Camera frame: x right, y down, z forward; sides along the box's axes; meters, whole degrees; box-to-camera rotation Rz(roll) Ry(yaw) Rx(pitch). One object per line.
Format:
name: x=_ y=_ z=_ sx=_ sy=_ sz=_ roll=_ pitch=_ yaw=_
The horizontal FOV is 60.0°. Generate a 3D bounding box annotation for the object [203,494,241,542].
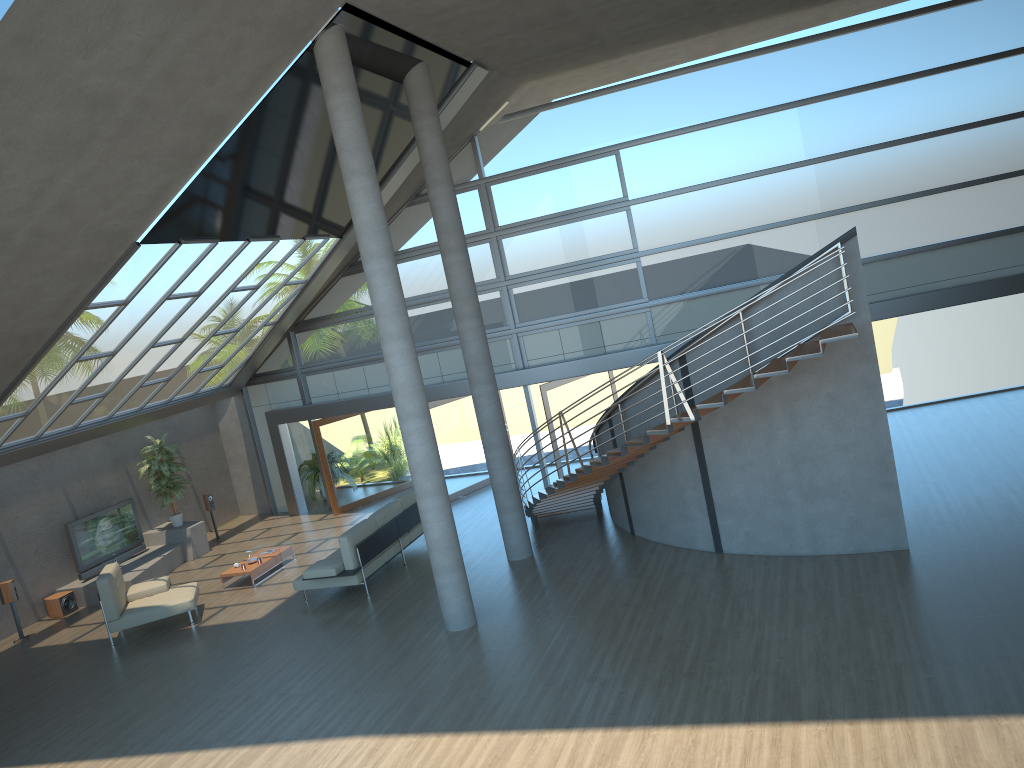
object: x=-8.343 y=3.393 z=16.258 sx=7.863 sy=0.982 sz=21.345 roll=-9 pitch=7 yaw=23

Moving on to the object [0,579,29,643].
object: x=-7.736 y=3.528 z=13.760 sx=0.234 sy=0.959 sz=0.171 roll=-14 pitch=6 yaw=-15

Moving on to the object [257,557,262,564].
object: x=-4.098 y=2.864 z=14.410 sx=0.085 sy=0.101 sz=0.070 roll=-18 pitch=8 yaw=-42

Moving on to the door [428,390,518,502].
door: x=-0.854 y=1.123 z=17.493 sx=0.200 sy=1.977 sz=2.298 roll=-6 pitch=8 yaw=43

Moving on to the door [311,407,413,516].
door: x=-2.975 y=1.454 z=18.576 sx=2.298 sy=1.977 sz=0.200 roll=-17 pitch=8 yaw=-41

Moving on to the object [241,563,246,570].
object: x=-4.314 y=2.931 z=14.228 sx=0.085 sy=0.101 sz=0.070 roll=-10 pitch=7 yaw=18

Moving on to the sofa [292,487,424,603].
sofa: x=-2.223 y=2.392 z=13.646 sx=1.166 sy=0.947 sz=3.079 roll=-10 pitch=7 yaw=19

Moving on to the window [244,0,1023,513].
window: x=1.708 y=-1.661 z=16.125 sx=16.616 sy=6.630 sz=1.098 roll=-10 pitch=7 yaw=18

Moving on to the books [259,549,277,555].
books: x=-4.135 y=2.845 z=15.059 sx=0.275 sy=0.005 sz=0.189 roll=-12 pitch=6 yaw=3

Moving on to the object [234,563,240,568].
object: x=-4.492 y=2.948 z=14.479 sx=0.102 sy=0.086 sz=0.100 roll=-9 pitch=7 yaw=24

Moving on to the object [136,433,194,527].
object: x=-6.655 y=1.847 z=17.062 sx=0.932 sy=1.857 sz=0.895 roll=-14 pitch=7 yaw=-22

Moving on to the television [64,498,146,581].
television: x=-7.250 y=2.777 z=15.900 sx=0.396 sy=1.063 sz=1.568 roll=-10 pitch=7 yaw=20

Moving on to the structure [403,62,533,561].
structure: x=-0.622 y=-1.002 z=12.326 sx=0.381 sy=7.125 sz=0.382 roll=-15 pitch=7 yaw=-26

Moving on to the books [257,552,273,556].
books: x=-4.166 y=2.860 z=15.017 sx=0.275 sy=0.005 sz=0.189 roll=-12 pitch=6 yaw=0

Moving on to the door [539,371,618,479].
door: x=1.407 y=0.738 z=16.615 sx=0.200 sy=1.977 sz=2.298 roll=-7 pitch=8 yaw=40

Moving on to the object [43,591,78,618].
object: x=-7.586 y=3.697 z=14.867 sx=0.425 sy=0.323 sz=0.362 roll=-10 pitch=7 yaw=20

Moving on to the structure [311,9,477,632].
structure: x=-1.341 y=-0.607 z=10.150 sx=0.381 sy=7.125 sz=0.382 roll=-10 pitch=7 yaw=20

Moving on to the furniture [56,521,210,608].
furniture: x=-6.604 y=3.197 z=16.255 sx=1.577 sy=0.610 sz=2.936 roll=-10 pitch=7 yaw=20

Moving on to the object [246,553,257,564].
object: x=-4.272 y=2.857 z=14.535 sx=0.178 sy=0.161 sz=0.178 roll=-15 pitch=7 yaw=-29

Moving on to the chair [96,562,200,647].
chair: x=-5.317 y=3.064 z=13.069 sx=1.244 sy=1.023 sz=1.217 roll=-14 pitch=6 yaw=-15

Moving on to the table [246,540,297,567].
table: x=-4.093 y=2.913 z=15.082 sx=0.680 sy=0.342 sz=0.400 roll=-10 pitch=7 yaw=20

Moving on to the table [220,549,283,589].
table: x=-4.206 y=3.034 z=14.714 sx=0.600 sy=0.250 sz=1.200 roll=-10 pitch=7 yaw=20

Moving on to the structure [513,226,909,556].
structure: x=1.664 y=0.403 z=11.435 sx=2.349 sy=3.653 sz=6.809 roll=-16 pitch=7 yaw=-32
